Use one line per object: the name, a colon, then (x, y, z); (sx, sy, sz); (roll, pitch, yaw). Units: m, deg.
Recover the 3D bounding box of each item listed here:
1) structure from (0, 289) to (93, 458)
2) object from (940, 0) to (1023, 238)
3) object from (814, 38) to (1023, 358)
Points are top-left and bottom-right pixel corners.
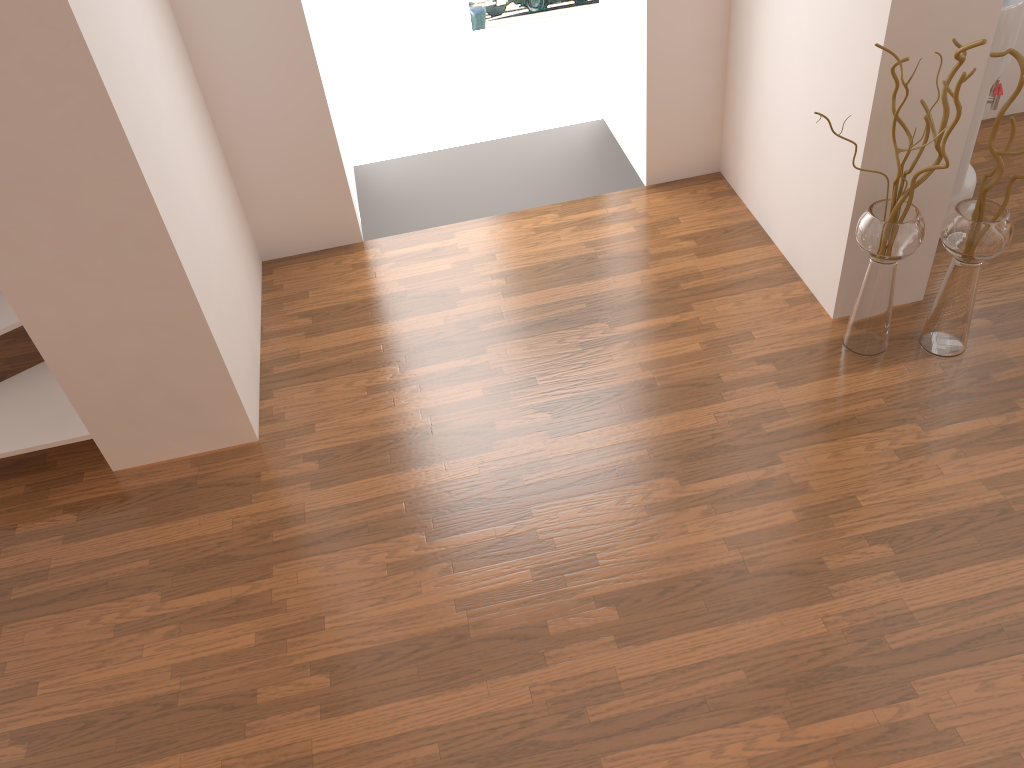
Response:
structure: (-2.971, 0.342, 1.012); (3.450, 3.042, 4.630); (-12, 43, -4)
object: (1.578, -1.259, 3.171); (0.436, 1.490, 0.436); (-22, 45, -15)
object: (1.212, -0.532, 2.727); (0.655, 1.112, 0.284); (3, 44, 11)
